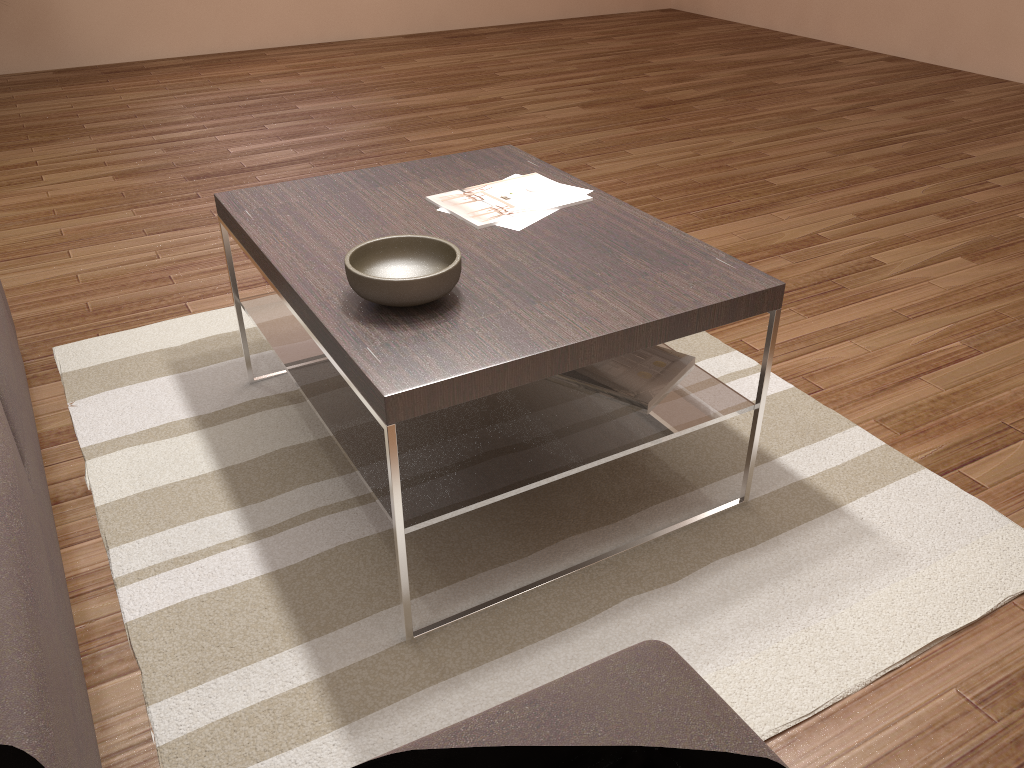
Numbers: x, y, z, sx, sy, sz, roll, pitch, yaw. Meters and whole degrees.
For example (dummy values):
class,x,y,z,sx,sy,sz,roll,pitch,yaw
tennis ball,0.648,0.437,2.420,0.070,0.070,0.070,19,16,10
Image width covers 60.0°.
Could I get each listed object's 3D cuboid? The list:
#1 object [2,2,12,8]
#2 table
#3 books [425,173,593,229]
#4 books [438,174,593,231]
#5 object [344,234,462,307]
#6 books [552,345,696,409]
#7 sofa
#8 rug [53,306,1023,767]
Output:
class,x,y,z,sx,sy,sz,roll,pitch,yaw
object,-3.329,-2.333,4.383,2.011,2.068,2.046,26,40,36
table,-0.102,-0.100,2.134,0.856,0.558,1.110,-16,35,-25
books,-0.007,-0.453,2.173,0.332,0.010,0.241,-20,36,-29
books,0.011,-0.448,2.177,0.241,0.008,0.332,20,36,29
object,-0.205,-0.207,1.692,0.219,0.081,0.219,-13,34,-21
books,0.222,-0.048,2.062,0.332,0.026,0.241,19,36,29
sofa,-0.904,0.424,1.098,1.906,0.776,3.565,-16,35,-25
rug,-0.102,0.134,2.287,1.791,0.024,2.122,-16,35,-25
